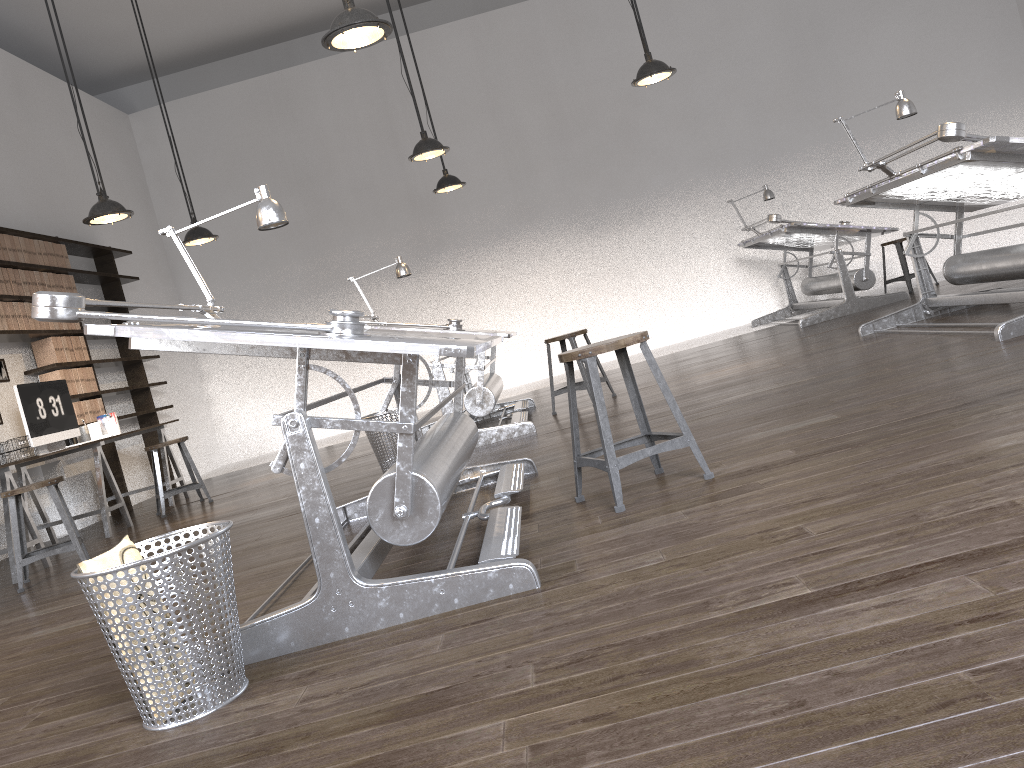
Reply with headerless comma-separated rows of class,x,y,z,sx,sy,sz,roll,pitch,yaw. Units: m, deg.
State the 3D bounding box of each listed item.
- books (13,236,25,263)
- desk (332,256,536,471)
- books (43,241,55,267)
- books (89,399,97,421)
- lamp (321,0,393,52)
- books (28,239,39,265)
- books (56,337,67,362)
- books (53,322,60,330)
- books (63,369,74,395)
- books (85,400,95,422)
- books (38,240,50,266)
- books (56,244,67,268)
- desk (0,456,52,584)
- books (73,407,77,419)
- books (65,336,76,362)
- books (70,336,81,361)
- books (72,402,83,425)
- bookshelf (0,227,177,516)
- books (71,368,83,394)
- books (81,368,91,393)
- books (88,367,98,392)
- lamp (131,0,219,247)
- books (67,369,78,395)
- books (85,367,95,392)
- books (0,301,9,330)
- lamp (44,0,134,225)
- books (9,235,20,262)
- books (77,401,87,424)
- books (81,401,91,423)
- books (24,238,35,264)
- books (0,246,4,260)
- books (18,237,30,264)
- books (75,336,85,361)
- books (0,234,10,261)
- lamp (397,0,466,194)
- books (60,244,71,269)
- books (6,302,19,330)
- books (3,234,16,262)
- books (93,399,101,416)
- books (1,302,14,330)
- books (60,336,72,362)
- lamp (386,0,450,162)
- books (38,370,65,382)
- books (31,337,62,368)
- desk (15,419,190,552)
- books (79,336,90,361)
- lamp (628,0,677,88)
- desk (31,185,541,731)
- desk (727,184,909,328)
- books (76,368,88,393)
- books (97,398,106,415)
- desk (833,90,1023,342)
books,-3.967,-1.035,6.983,0.174,0.225,0.067,-15,1,2
desk,-0.522,-0.290,6.332,1.076,1.385,2.072,-15,2,2
books,-3.953,-1.064,7.410,0.174,0.226,0.067,-15,1,2
books,-3.597,0.262,7.457,0.174,0.225,0.067,-15,1,2
lamp,-0.953,-2.564,3.775,0.311,2.252,0.312,-15,0,22
books,-3.966,-1.048,7.196,0.174,0.225,0.067,-15,1,2
books,-3.748,-0.255,7.213,0.174,0.225,0.067,-15,1,2
books,-3.818,-0.524,7.228,0.174,0.225,0.067,-15,1,2
books,-3.676,0.012,7.176,0.174,0.225,0.067,-15,1,2
books,-3.595,0.265,7.387,0.174,0.226,0.067,-15,1,2
books,-3.955,-1.059,7.338,0.174,0.225,0.067,-15,1,2
books,-3.955,-1.076,7.618,0.174,0.225,0.067,-15,1,2
desk,-3.147,0.901,4.601,0.655,0.669,1.671,-15,3,2
books,-3.606,0.284,7.124,0.174,0.225,0.067,-15,1,2
books,-3.745,-0.264,7.355,0.174,0.225,0.067,-15,1,2
books,-3.738,-0.271,7.430,0.174,0.226,0.067,-15,1,2
books,-3.599,0.278,7.191,0.174,0.226,0.067,-15,1,2
bookshelf,-3.745,0.502,4.428,0.373,3.204,9.194,-15,3,2
books,-3.671,0.003,7.316,0.174,0.225,0.067,-15,1,2
books,-3.664,-0.007,7.455,0.174,0.226,0.067,-15,1,2
books,-3.666,-0.014,7.588,0.174,0.225,0.067,-15,1,2
lamp,-2.856,-2.252,7.255,0.311,2.252,0.312,-15,0,27
books,-3.677,0.008,7.246,0.174,0.225,0.067,-15,1,2
books,-3.667,-0.010,7.518,0.174,0.225,0.067,-15,1,2
books,-3.835,-0.478,6.524,0.174,0.225,0.067,-15,1,2
lamp,-2.893,-2.150,5.701,0.311,2.252,0.312,-15,0,27
books,-3.970,-1.031,6.920,0.174,0.225,0.067,-15,1,2
books,-3.601,0.274,7.258,0.174,0.225,0.067,-15,1,2
books,-3.598,0.270,7.321,0.174,0.225,0.067,-15,1,2
books,-3.965,-1.044,7.126,0.174,0.225,0.067,-15,1,2
books,-3.976,-1.017,6.715,0.174,0.225,0.067,-15,1,2
books,-3.963,-1.041,7.055,0.174,0.226,0.067,-15,1,2
books,-3.742,-0.274,7.504,0.174,0.225,0.067,-15,1,2
books,-3.974,-1.022,6.786,0.174,0.225,0.067,-15,1,2
lamp,-0.853,-2.836,7.932,0.314,2.252,0.309,-15,0,-18
books,-3.950,-1.081,7.687,0.174,0.225,0.067,-15,1,2
books,-3.833,-0.487,6.664,0.174,0.225,0.067,-15,1,2
books,-3.967,-1.028,6.853,0.174,0.226,0.067,-15,1,2
books,-3.597,0.258,7.527,0.174,0.225,0.067,-15,1,2
books,-3.837,-0.482,6.594,0.174,0.225,0.067,-15,1,2
books,-3.743,-0.261,7.284,0.174,0.225,0.067,-15,1,2
lamp,-0.890,-2.734,6.378,0.311,2.252,0.312,-15,0,27
books,-3.674,0.016,7.106,0.174,0.226,0.067,-15,1,2
books,-3.750,-0.250,7.142,0.174,0.225,0.067,-15,1,2
desk,-3.095,0.761,6.741,0.655,0.669,1.671,-15,3,2
books,-3.738,-0.280,7.580,0.174,0.225,0.067,-15,1,2
lamp,0.659,-3.122,5.921,0.311,2.265,0.312,-15,0,27
desk,-0.603,-0.071,2.981,1.076,1.385,2.284,-15,2,2
desk,2.815,-1.333,8.650,1.076,1.385,2.072,-15,2,2
books,-3.666,-0.003,7.388,0.174,0.225,0.067,-15,1,2
books,-3.589,0.251,7.592,0.174,0.226,0.067,-15,1,2
desk,2.521,-1.035,4.935,1.076,1.385,2.072,-15,2,2
